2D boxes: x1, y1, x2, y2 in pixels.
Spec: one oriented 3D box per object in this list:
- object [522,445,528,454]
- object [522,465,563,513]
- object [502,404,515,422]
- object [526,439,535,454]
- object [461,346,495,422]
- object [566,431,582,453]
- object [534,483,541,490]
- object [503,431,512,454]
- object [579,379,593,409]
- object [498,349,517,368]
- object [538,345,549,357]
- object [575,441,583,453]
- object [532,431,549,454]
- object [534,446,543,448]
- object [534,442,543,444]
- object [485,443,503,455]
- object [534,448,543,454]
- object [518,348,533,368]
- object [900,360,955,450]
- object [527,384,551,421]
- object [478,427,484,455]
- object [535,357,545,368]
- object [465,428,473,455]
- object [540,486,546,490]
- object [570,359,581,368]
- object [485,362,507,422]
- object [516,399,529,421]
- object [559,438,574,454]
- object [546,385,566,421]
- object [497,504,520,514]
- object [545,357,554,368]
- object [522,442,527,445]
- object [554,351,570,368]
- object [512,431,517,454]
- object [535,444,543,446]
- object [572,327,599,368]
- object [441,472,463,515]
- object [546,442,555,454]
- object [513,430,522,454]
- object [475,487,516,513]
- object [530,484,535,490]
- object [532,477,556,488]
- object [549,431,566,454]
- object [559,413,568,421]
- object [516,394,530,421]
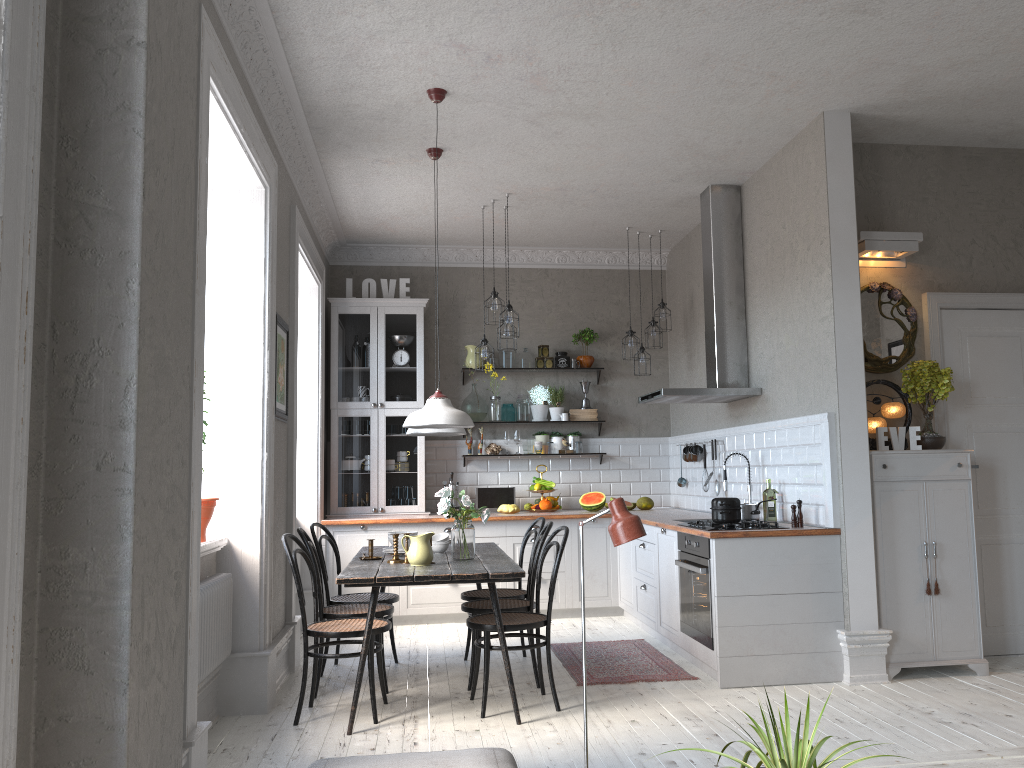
[{"bbox_3d":[0.132,0.607,8.164,0.077,0.083,0.078,-2,-6,11],"label":"object"},{"bbox_3d":[0.269,0.934,7.927,0.357,0.425,0.346,1,-6,-22],"label":"object"},{"bbox_3d":[-0.035,0.270,8.178,0.126,0.172,0.126,-1,-6,-4],"label":"object"},{"bbox_3d":[0.170,0.572,8.098,0.080,0.139,0.077,3,-7,-34],"label":"object"},{"bbox_3d":[-0.344,0.009,8.061,0.341,0.674,0.331,4,-7,-38],"label":"object"},{"bbox_3d":[0.583,0.546,8.260,0.160,0.213,0.152,0,-6,-9],"label":"object"},{"bbox_3d":[0.228,0.914,7.853,0.059,0.069,0.079,-2,-6,13],"label":"object"},{"bbox_3d":[-0.044,0.541,8.132,0.083,0.217,0.080,1,-6,-21],"label":"object"},{"bbox_3d":[0.687,0.098,8.271,0.132,0.287,0.129,1,-6,-22],"label":"object"},{"bbox_3d":[-0.040,-0.222,8.179,0.169,0.184,0.175,-5,-7,32],"label":"object"},{"bbox_3d":[0.293,-0.301,8.215,0.084,0.113,0.081,2,-6,-27],"label":"object"},{"bbox_3d":[0.613,0.583,8.145,0.078,0.108,0.077,0,-6,-14],"label":"object"},{"bbox_3d":[0.265,0.540,8.198,0.159,0.217,0.153,2,-6,-27],"label":"object"},{"bbox_3d":[0.243,0.594,8.062,0.078,0.051,0.076,0,-6,-14],"label":"object"},{"bbox_3d":[0.242,0.551,8.066,0.078,0.051,0.076,1,-6,-21],"label":"object"},{"bbox_3d":[-0.175,0.591,8.067,0.180,0.111,0.094,2,-7,-30],"label":"object"},{"bbox_3d":[0.243,0.611,8.060,0.078,0.051,0.076,0,-6,-14],"label":"object"},{"bbox_3d":[0.129,-0.230,8.299,0.137,0.220,0.143,-6,-8,42],"label":"object"},{"bbox_3d":[2.540,0.127,5.395,0.292,0.553,0.346,-4,-6,27],"label":"object"},{"bbox_3d":[0.272,0.177,8.232,0.243,0.354,0.236,-2,-6,11],"label":"object"},{"bbox_3d":[-0.282,0.520,8.084,0.052,0.264,0.062,-4,-7,29],"label":"object"},{"bbox_3d":[0.259,-0.188,8.212,0.083,0.113,0.082,0,-6,-7],"label":"object"},{"bbox_3d":[-0.388,0.522,8.085,0.054,0.264,0.060,3,-7,-36],"label":"object"},{"bbox_3d":[0.268,0.937,7.871,0.064,0.061,0.066,0,-6,-7],"label":"object"},{"bbox_3d":[0.585,-0.187,8.205,0.094,0.096,0.074,0,-6,-7],"label":"object"},{"bbox_3d":[-0.164,0.071,8.035,0.194,0.540,0.277,1,-6,-15],"label":"object"},{"bbox_3d":[0.096,0.244,8.110,0.123,0.206,0.126,-2,-6,15],"label":"object"},{"bbox_3d":[0.503,0.569,8.149,0.121,0.147,0.098,4,-7,-39],"label":"object"},{"bbox_3d":[0.410,0.159,8.201,0.166,0.380,0.188,-6,-8,44],"label":"object"},{"bbox_3d":[-0.029,1.085,7.701,0.198,0.083,0.188,0,-6,-7],"label":"object"},{"bbox_3d":[0.347,-0.189,8.220,0.082,0.113,0.083,-1,-6,3],"label":"object"},{"bbox_3d":[0.132,0.574,8.168,0.077,0.083,0.078,-2,-6,11],"label":"object"},{"bbox_3d":[0.464,-0.215,8.290,0.143,0.174,0.141,0,-6,-7],"label":"object"},{"bbox_3d":[0.042,0.540,8.140,0.083,0.217,0.080,1,-6,-21],"label":"object"},{"bbox_3d":[0.242,0.576,8.064,0.076,0.051,0.078,-2,-6,12],"label":"object"},{"bbox_3d":[0.699,-0.332,8.288,0.258,0.397,0.244,-3,-6,17],"label":"object"},{"bbox_3d":[-0.527,0.957,7.760,0.207,0.370,0.351,0,-6,-6],"label":"object"},{"bbox_3d":[0.352,0.587,8.133,0.078,0.108,0.077,0,-6,-14],"label":"object"},{"bbox_3d":[0.054,0.531,8.052,0.083,0.217,0.080,1,-6,-21],"label":"object"},{"bbox_3d":[-0.147,1.036,7.894,0.353,0.226,0.087,0,-6,-8],"label":"object"},{"bbox_3d":[0.206,0.937,7.923,0.097,0.078,0.099,1,-6,-20],"label":"object"},{"bbox_3d":[0.285,0.875,7.909,0.211,0.101,0.067,-1,-6,-2],"label":"object"},{"bbox_3d":[0.419,0.545,8.228,0.171,0.214,0.149,-3,-6,22],"label":"object"},{"bbox_3d":[0.485,0.305,8.133,0.104,0.071,0.063,-3,-6,22],"label":"object"},{"bbox_3d":[0.104,0.231,8.264,0.132,0.264,0.131,-1,-6,-2],"label":"object"}]
